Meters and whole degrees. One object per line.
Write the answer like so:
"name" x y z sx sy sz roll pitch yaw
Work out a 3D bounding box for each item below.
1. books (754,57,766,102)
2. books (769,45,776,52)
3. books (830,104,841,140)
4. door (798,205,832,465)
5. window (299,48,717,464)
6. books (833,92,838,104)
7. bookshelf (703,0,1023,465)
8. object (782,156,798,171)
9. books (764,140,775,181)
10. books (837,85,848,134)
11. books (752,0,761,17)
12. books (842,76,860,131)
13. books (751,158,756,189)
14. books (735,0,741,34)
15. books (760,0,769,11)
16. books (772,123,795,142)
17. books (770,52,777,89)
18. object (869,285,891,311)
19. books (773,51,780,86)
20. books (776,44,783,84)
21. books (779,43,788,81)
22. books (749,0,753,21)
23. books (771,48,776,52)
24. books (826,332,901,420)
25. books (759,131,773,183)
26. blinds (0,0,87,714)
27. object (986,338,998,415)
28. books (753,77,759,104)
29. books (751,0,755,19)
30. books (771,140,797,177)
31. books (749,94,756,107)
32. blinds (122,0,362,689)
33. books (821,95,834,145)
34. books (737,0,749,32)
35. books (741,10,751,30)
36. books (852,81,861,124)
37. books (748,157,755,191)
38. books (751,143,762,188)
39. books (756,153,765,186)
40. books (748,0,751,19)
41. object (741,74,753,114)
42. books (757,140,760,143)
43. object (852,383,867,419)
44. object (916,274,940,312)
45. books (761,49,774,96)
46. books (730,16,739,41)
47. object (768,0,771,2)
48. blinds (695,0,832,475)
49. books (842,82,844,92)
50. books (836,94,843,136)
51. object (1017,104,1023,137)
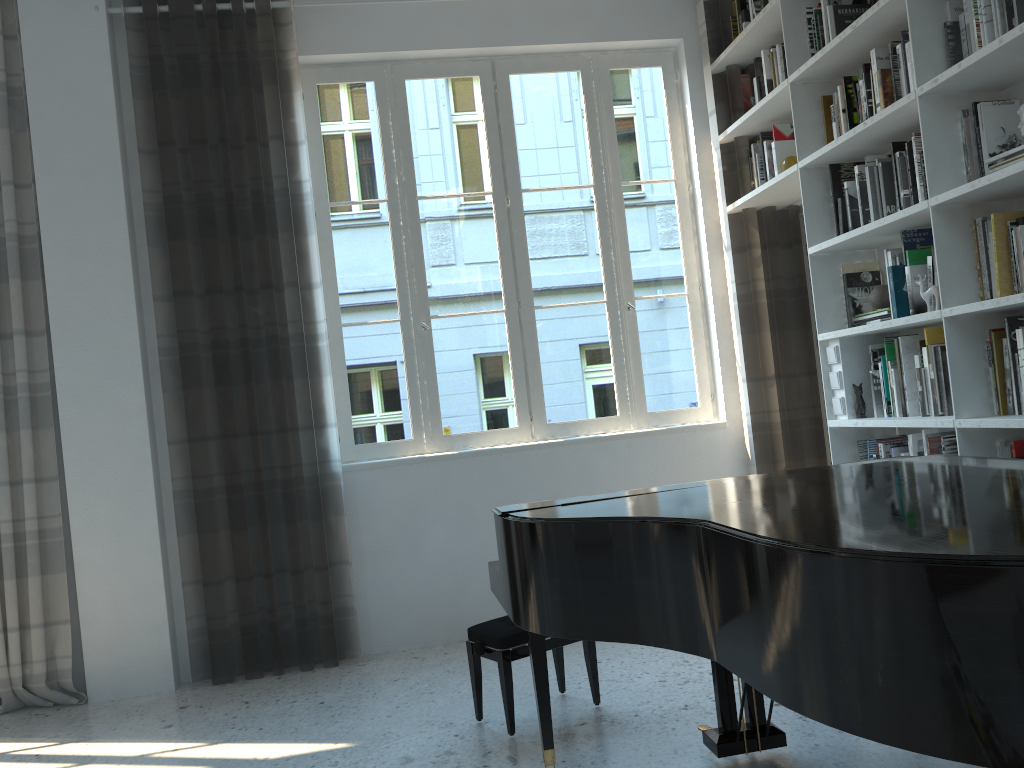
"books" 1.279 -1.444 4.297 0.186 0.282 0.023 -6 -1 -9
"books" 1.311 -1.455 4.188 0.155 0.291 0.037 -6 -1 -9
"books" 1.415 -1.063 3.675 0.175 0.195 0.026 -6 -1 -9
"door" 2.017 0.015 4.288 0.786 1.980 0.834 -6 -1 -9
"window" 0.008 -0.688 4.524 1.982 2.009 0.073 -6 -1 -9
"books" 1.429 -1.095 3.723 0.153 0.258 0.062 -6 -1 -9
"bookshelf" 1.758 -0.602 1.507 0.330 3.141 6.300 -6 -1 -9
"object" 1.305 -1.020 4.136 0.087 0.088 0.086 -7 -2 40
"books" 1.316 -1.056 4.266 0.188 0.237 0.021 -6 -1 -9
"books" 1.431 -1.095 3.617 0.187 0.252 0.014 -6 -1 -9
"books" 1.243 -1.801 4.234 0.190 0.262 0.057 -6 -1 -9
"books" 1.428 -1.108 3.584 0.164 0.277 0.011 -6 -1 -9
"books" 1.301 -1.041 4.491 0.162 0.222 0.013 -6 -1 -9
"books" 1.218 -1.803 4.458 0.175 0.286 0.014 -6 -1 -9
"books" 1.265 -1.815 4.189 0.181 0.282 0.039 -6 -1 -9
"books" 1.340 -1.091 4.224 0.179 0.298 0.013 -6 -1 -9
"books" 1.310 -1.434 4.149 0.192 0.249 0.012 -6 -1 -9
"object" 1.505 -0.349 3.593 0.105 0.106 0.105 -5 -1 -31
"books" 1.313 -1.432 4.132 0.173 0.244 0.022 -6 -1 -9
"books" 1.315 -1.442 4.098 0.167 0.261 0.025 -6 -1 -9
"books" 1.319 -1.438 4.071 0.165 0.251 0.030 -6 -1 -9
"books" 1.248 -1.810 4.298 0.189 0.283 0.028 -6 -1 -9
"books" 1.307 -1.443 4.161 0.162 0.268 0.013 -6 -1 -9
"books" 1.492 -0.033 3.723 0.307 0.340 0.106 -6 -1 -9
"books" 1.309 -1.085 4.318 0.187 0.297 0.013 -6 -1 -9
"blinds" -2.573 -0.148 3.943 1.025 3.260 0.183 -6 -1 -9
"object" 1.663 -0.032 2.946 0.161 0.254 0.012 -6 -1 -9
"books" 1.286 -1.409 4.384 0.166 0.218 0.034 -6 -1 -9
"books" 1.247 -1.772 4.267 0.175 0.206 0.030 -6 -1 -9
"books" 1.335 -1.047 4.200 0.187 0.211 0.029 -6 -1 -9
"books" 1.287 -1.386 4.462 0.129 0.176 0.121 -6 -1 -9
"blinds" -1.262 -0.265 4.149 0.776 3.230 0.140 -6 -1 -9
"books" 1.407 -1.094 3.757 0.180 0.263 0.012 -6 -1 -9
"books" 1.223 -1.797 4.415 0.177 0.269 0.025 -6 -1 -9
"books" 1.232 -1.757 4.388 0.182 0.186 0.028 -6 -1 -9
"books" 1.451 -1.098 3.558 0.134 0.249 0.047 -6 -1 -9
"books" 1.298 -1.043 4.504 0.179 0.228 0.013 -6 -1 -9
"books" 1.302 -1.072 4.460 0.170 0.281 0.023 -6 -1 -9
"books" 1.312 -1.043 4.415 0.181 0.220 0.010 -6 -1 -9
"books" 1.243 -1.807 4.340 0.160 0.281 0.010 -6 -1 -9
"object" 1.253 -1.441 4.526 0.176 0.295 0.035 -6 -1 -9
"books" 1.321 -1.084 4.482 0.135 0.303 0.013 -6 -1 -9
"object" 1.422 0.069 3.630 0.045 0.146 0.045 -7 -1 30
"object" 1.446 -0.315 3.083 0.044 0.140 0.082 -6 -1 -25
"books" 1.287 -1.448 4.213 0.179 0.286 0.021 -6 -1 -9
"books" 1.210 -1.767 4.518 0.188 0.219 0.014 -6 -1 -9
"object" 1.168 -1.754 3.991 0.068 0.198 0.067 -7 -1 34
"blinds" 1.483 -0.551 4.571 0.776 3.230 0.140 -6 -1 -9
"books" 1.436 -1.111 3.601 0.164 0.281 0.020 -6 -1 -9
"books" 1.431 -1.083 3.639 0.172 0.230 0.030 -6 -1 -9
"object" 1.613 -0.808 2.711 0.121 0.157 0.095 -6 -1 5
